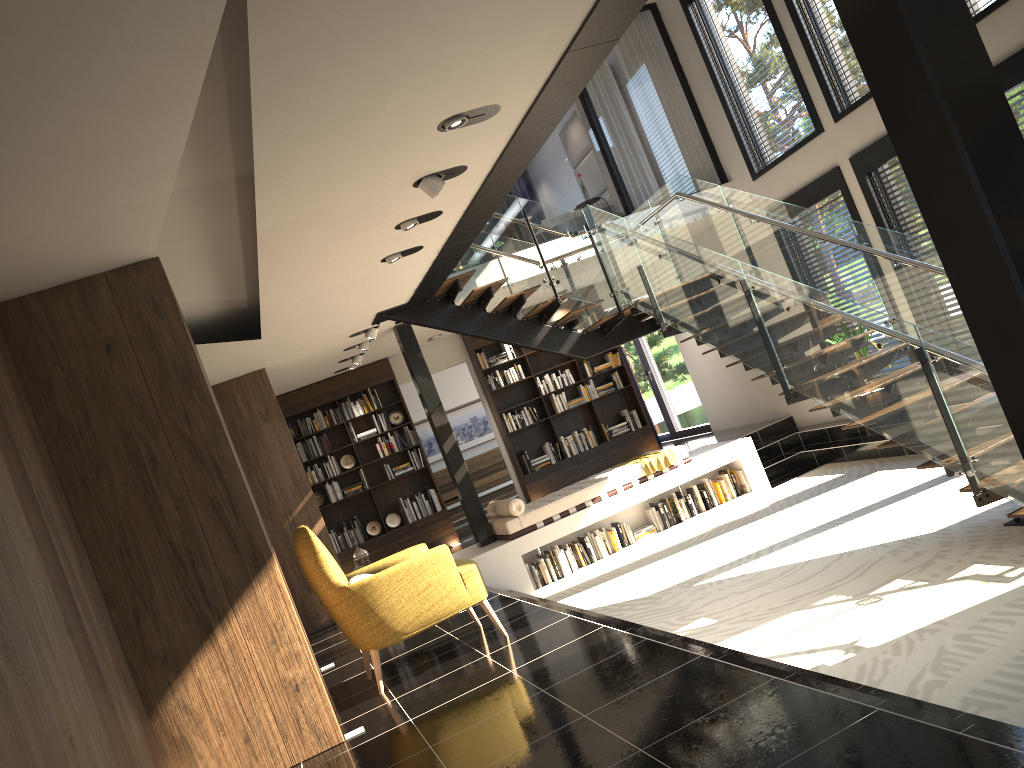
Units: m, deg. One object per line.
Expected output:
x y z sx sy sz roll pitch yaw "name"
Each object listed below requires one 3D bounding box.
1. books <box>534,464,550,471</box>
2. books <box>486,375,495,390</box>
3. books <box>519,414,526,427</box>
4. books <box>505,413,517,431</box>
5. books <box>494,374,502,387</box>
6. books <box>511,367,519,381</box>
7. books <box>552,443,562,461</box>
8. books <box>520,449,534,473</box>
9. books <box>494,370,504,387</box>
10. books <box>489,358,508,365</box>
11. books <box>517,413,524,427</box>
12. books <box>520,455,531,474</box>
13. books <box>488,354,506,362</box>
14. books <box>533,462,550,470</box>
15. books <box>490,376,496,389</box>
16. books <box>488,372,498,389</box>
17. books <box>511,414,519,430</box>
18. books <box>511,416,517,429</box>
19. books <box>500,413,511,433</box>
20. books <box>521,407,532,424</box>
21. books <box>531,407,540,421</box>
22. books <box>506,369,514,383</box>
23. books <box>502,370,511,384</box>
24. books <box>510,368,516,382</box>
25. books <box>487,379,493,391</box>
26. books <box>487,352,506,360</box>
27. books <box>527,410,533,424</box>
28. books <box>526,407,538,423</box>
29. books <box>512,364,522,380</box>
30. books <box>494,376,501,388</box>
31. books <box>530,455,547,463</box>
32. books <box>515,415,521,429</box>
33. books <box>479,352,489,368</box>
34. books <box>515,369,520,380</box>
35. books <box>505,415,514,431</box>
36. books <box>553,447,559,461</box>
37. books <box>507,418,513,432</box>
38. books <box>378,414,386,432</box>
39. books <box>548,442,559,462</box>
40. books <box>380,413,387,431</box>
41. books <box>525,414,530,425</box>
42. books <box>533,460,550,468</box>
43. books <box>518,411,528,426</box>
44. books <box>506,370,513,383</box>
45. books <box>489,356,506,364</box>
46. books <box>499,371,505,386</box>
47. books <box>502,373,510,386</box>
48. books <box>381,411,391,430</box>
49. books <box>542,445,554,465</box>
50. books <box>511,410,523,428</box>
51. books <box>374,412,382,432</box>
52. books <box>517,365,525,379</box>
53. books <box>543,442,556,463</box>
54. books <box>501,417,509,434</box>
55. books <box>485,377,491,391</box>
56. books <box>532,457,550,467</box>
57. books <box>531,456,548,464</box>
0.404 1.180 12.490 0.247 0.026 0.148 -21 -3 -18 "books"
-0.302 -0.012 12.439 0.030 0.230 0.103 -21 -2 -17 "books"
0.131 0.518 12.484 0.033 0.193 0.172 -21 -2 -17 "books"
-0.015 0.538 12.424 0.029 0.258 0.182 -21 -2 -17 "books"
-0.198 -0.034 12.455 0.021 0.196 0.103 -21 -2 -17 "books"
0.029 -0.129 12.528 0.028 0.211 0.133 -21 -2 -17 "books"
0.642 0.967 12.570 0.075 0.254 0.182 -21 -2 -17 "books"
0.212 1.083 12.403 0.028 0.339 0.204 -21 -2 -17 "books"
-0.184 -0.065 12.468 0.033 0.245 0.127 -21 -2 -17 "books"
-0.205 -0.305 12.509 0.272 0.025 0.156 -21 -3 -20 "books"
0.101 0.517 12.482 0.021 0.216 0.170 -21 -2 -17 "books"
0.190 1.131 12.436 0.025 0.270 0.157 -21 -2 -17 "books"
-0.225 -0.352 12.516 0.270 0.025 0.156 -21 -3 -17 "books"
0.400 1.155 12.475 0.257 0.024 0.167 -21 -3 -16 "books"
-0.274 -0.011 12.440 0.021 0.207 0.102 -21 -2 -17 "books"
-0.260 -0.042 12.448 0.029 0.254 0.128 -21 -2 -17 "books"
0.032 0.537 12.451 0.028 0.227 0.136 -21 -2 -17 "books"
0.014 0.555 12.443 0.022 0.207 0.130 -21 -2 -17 "books"
-0.091 0.554 12.402 0.028 0.282 0.169 -21 -2 -17 "books"
0.204 0.456 12.490 0.029 0.256 0.168 -21 -2 -17 "books"
0.321 0.436 12.533 0.028 0.210 0.170 -21 -2 -17 "books"
-0.026 -0.108 12.513 0.025 0.211 0.126 -21 -2 -17 "books"
-0.080 -0.085 12.507 0.025 0.208 0.114 -21 -2 -17 "books"
-0.001 -0.115 12.530 0.034 0.208 0.112 -21 -2 -17 "books"
-0.318 0.021 12.414 0.036 0.177 0.109 -21 -2 -17 "books"
-0.232 -0.379 12.506 0.284 0.030 0.176 -21 -3 -18 "books"
0.233 0.473 12.521 0.029 0.205 0.170 -21 -2 -17 "books"
0.273 0.441 12.516 0.070 0.236 0.207 -21 -2 -17 "books"
0.068 -0.162 12.559 0.032 0.247 0.114 -21 -2 -17 "books"
-0.214 -0.013 12.443 0.030 0.168 0.125 -21 -2 -17 "books"
0.360 1.057 12.480 0.256 0.024 0.167 -21 -3 -17 "books"
0.063 0.541 12.450 0.024 0.197 0.173 -21 -2 -17 "books"
-0.401 -0.315 12.436 0.030 0.231 0.200 -21 -2 -17 "books"
0.059 -0.118 12.538 0.025 0.170 0.113 -21 -2 -17 "books"
-0.041 0.555 12.434 0.023 0.245 0.159 -21 -2 -17 "books"
0.601 1.006 12.571 0.023 0.212 0.124 -21 -2 -17 "books"
-0.050 0.582 12.407 0.028 0.199 0.175 -21 -2 -17 "books"
-1.764 0.533 11.957 0.025 0.235 0.232 -21 -2 -17 "books"
0.564 0.971 12.544 0.036 0.302 0.187 -21 -2 -17 "books"
-1.737 0.523 11.985 0.047 0.237 0.226 -21 -2 -17 "books"
0.189 0.508 12.500 0.027 0.171 0.146 -21 -2 -17 "books"
0.387 1.134 12.488 0.271 0.025 0.156 -21 -3 -16 "books"
0.158 0.492 12.482 0.030 0.221 0.190 -21 -2 -17 "books"
-0.046 -0.091 12.495 0.032 0.194 0.120 -21 -2 -17 "books"
-0.215 -0.329 12.511 0.250 0.026 0.148 -21 -3 -13 "books"
-0.143 -0.069 12.486 0.052 0.224 0.099 -21 -2 -17 "books"
-0.090 -0.064 12.471 0.029 0.173 0.138 -21 -2 -17 "books"
-1.699 0.500 11.983 0.035 0.250 0.197 -21 -2 -17 "books"
0.513 0.999 12.511 0.030 0.284 0.177 -21 -2 -17 "books"
0.072 0.498 12.463 0.029 0.272 0.152 -21 -2 -17 "books"
-1.806 0.522 11.946 0.049 0.286 0.260 -21 -2 -17 "books"
0.114 -0.159 12.536 0.034 0.206 0.168 -21 -2 -17 "books"
0.531 0.979 12.538 0.031 0.310 0.170 -21 -2 -17 "books"
-0.117 0.589 12.425 0.028 0.237 0.134 -21 -2 -17 "books"
-0.357 0.018 12.414 0.030 0.212 0.127 -21 -2 -17 "books"
0.381 1.106 12.475 0.287 0.030 0.177 -21 -3 -20 "books"
0.367 1.082 12.490 0.271 0.025 0.156 -21 -3 -16 "books"
